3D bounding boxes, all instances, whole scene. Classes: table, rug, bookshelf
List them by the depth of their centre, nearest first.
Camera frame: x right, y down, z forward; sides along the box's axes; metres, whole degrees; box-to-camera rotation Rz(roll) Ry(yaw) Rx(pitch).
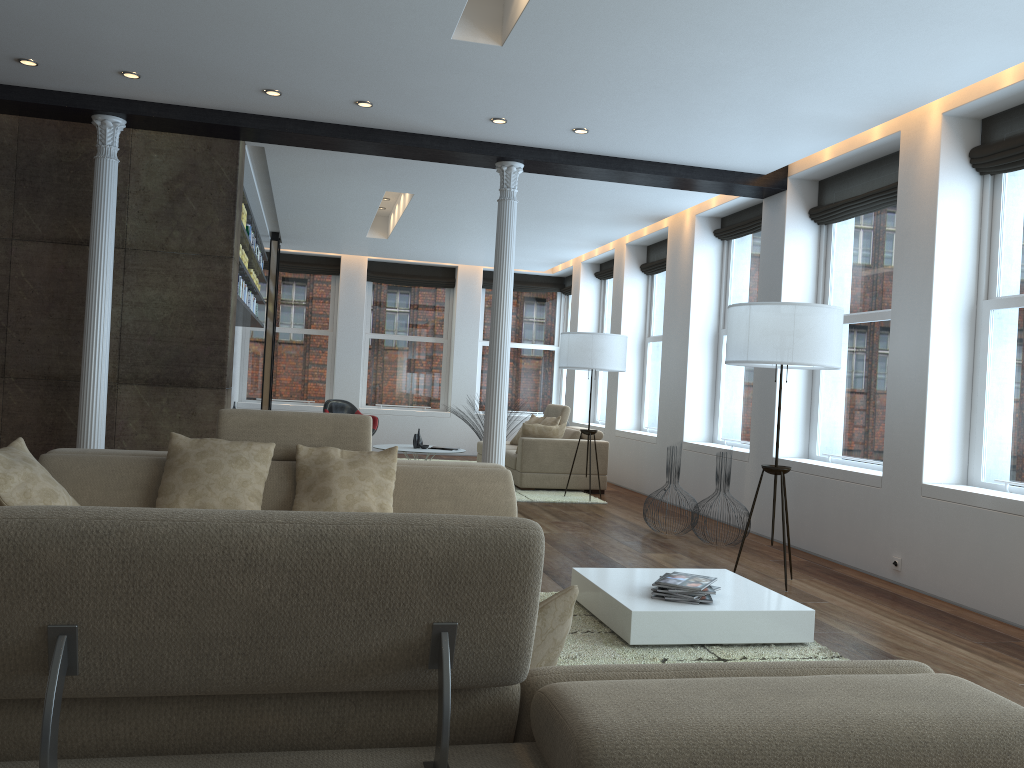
[{"bbox_3d":[-0.518,1.115,3.185,4.231,0.020,2.972,3,0,-13],"label":"rug"},{"bbox_3d":[0.857,1.100,4.429,0.900,0.170,0.900,3,0,-13],"label":"table"},{"bbox_3d":[-2.969,-1.211,9.562,0.400,0.942,4.804,3,0,-13],"label":"bookshelf"},{"bbox_3d":[-1.027,0.901,9.736,1.022,0.393,1.022,3,0,31],"label":"table"},{"bbox_3d":[-0.958,1.114,10.734,2.972,0.020,4.231,3,0,-13],"label":"rug"}]

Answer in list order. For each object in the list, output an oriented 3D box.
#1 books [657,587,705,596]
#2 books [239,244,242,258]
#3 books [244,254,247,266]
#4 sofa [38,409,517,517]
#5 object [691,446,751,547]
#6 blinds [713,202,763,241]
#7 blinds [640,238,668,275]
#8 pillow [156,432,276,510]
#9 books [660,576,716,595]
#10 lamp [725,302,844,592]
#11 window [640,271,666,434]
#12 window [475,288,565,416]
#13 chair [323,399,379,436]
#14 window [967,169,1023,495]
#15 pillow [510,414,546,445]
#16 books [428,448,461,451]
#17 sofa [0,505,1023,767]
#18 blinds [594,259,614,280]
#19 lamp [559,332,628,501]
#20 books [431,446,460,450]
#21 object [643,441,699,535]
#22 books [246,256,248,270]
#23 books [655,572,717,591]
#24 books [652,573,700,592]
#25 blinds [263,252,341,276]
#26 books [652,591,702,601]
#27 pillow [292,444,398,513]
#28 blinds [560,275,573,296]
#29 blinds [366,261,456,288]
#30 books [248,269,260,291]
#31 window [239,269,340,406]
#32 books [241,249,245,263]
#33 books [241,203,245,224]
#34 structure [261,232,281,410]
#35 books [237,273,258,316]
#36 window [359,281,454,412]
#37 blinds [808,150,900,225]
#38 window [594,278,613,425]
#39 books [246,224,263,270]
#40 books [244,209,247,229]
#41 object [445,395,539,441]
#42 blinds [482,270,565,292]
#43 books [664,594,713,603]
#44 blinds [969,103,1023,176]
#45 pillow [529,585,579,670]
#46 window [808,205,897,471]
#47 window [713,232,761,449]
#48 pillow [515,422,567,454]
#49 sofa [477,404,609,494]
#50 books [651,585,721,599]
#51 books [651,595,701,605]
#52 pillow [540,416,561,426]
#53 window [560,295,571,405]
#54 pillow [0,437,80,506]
[{"bbox_3d":[0.812,0.968,4.250,0.220,0.010,0.300,3,0,12],"label":"books"},{"bbox_3d":[-2.645,-1.190,8.350,0.189,0.224,0.345,3,0,-13],"label":"books"},{"bbox_3d":[-2.766,-1.196,8.863,0.209,0.220,0.278,3,0,-15],"label":"books"},{"bbox_3d":[-1.207,0.615,4.370,2.581,0.950,1.021,3,0,-13],"label":"sofa"},{"bbox_3d":[1.645,0.866,6.941,0.458,0.781,0.458,3,0,-14],"label":"object"},{"bbox_3d":[2.305,-1.581,8.480,0.156,0.275,1.396,3,0,-13],"label":"blinds"},{"bbox_3d":[1.835,-1.541,10.495,0.156,0.393,1.342,3,0,-13],"label":"blinds"},{"bbox_3d":[-1.450,0.472,4.326,0.534,0.439,0.301,3,0,-9],"label":"pillow"},{"bbox_3d":[0.836,0.960,4.240,0.220,0.010,0.300,3,0,2],"label":"books"},{"bbox_3d":[1.664,0.385,5.557,0.698,1.728,0.698,3,0,11],"label":"lamp"},{"bbox_3d":[1.840,-0.525,10.505,0.123,2.400,1.345,3,0,-13],"label":"window"},{"bbox_3d":[0.114,-0.607,14.605,1.474,2.400,0.123,3,0,-13],"label":"window"},{"bbox_3d":[-2.211,0.633,12.124,0.810,0.818,0.669,3,0,-33],"label":"chair"},{"bbox_3d":[3.130,-0.470,4.937,0.123,2.400,1.442,3,0,-13],"label":"window"},{"bbox_3d":[0.225,0.597,11.364,0.368,0.416,0.519,3,0,-18],"label":"pillow"},{"bbox_3d":[-0.745,0.715,9.785,0.300,0.010,0.220,3,0,22],"label":"books"},{"bbox_3d":[-0.542,0.643,1.499,2.581,0.950,1.021,3,0,-13],"label":"sofa"},{"bbox_3d":[1.434,-1.617,12.241,0.156,0.275,1.442,3,0,-13],"label":"blinds"},{"bbox_3d":[0.809,0.348,9.248,0.698,1.728,0.698,3,0,11],"label":"lamp"},{"bbox_3d":[-0.735,0.707,9.809,0.300,0.010,0.220,3,0,2],"label":"books"},{"bbox_3d":[1.329,0.849,7.346,0.458,0.781,0.458,3,0,-14],"label":"object"},{"bbox_3d":[-2.825,-1.200,9.127,0.189,0.228,0.249,3,0,-13],"label":"books"},{"bbox_3d":[0.837,0.941,4.240,0.220,0.010,0.300,3,0,27],"label":"books"},{"bbox_3d":[0.813,0.949,4.250,0.220,0.010,0.300,3,0,22],"label":"books"},{"bbox_3d":[-3.369,-1.863,13.697,1.412,0.307,0.156,3,0,-13],"label":"blinds"},{"bbox_3d":[0.811,0.988,4.249,0.220,0.010,0.300,3,0,22],"label":"books"},{"bbox_3d":[-0.840,0.516,4.455,0.519,0.416,0.368,3,0,-9],"label":"pillow"},{"bbox_3d":[1.023,-1.608,14.010,0.156,0.327,1.377,3,0,-13],"label":"blinds"},{"bbox_3d":[-1.606,-1.736,14.107,1.422,0.363,0.156,3,0,-13],"label":"blinds"},{"bbox_3d":[-3.245,-1.225,10.852,0.242,0.237,1.489,3,0,-13],"label":"books"},{"bbox_3d":[-3.454,-0.807,13.784,1.420,2.400,0.123,3,0,-13],"label":"window"},{"bbox_3d":[-2.709,-1.195,8.625,0.189,0.228,0.249,3,0,-13],"label":"books"},{"bbox_3d":[-2.458,-1.474,7.784,0.209,0.220,0.278,3,0,-15],"label":"books"},{"bbox_3d":[-3.359,-0.536,12.298,0.120,3.059,0.600,3,0,-13],"label":"structure"},{"bbox_3d":[-2.853,-0.893,9.238,0.242,0.237,2.981,3,0,-13],"label":"books"},{"bbox_3d":[-1.683,-0.708,14.195,1.420,2.400,0.123,3,0,-13],"label":"window"},{"bbox_3d":[2.696,-1.505,6.711,0.183,0.395,1.431,3,0,-13],"label":"blinds"},{"bbox_3d":[1.435,-0.542,12.254,0.123,2.400,1.444,3,0,-13],"label":"window"},{"bbox_3d":[-3.049,-1.515,10.234,0.242,0.237,2.981,3,0,-13],"label":"books"},{"bbox_3d":[-2.517,-1.477,8.048,0.189,0.228,0.249,3,0,-13],"label":"books"},{"bbox_3d":[-0.309,0.640,12.720,1.119,1.014,1.125,3,0,-27],"label":"object"},{"bbox_3d":[0.178,-1.661,14.521,1.442,0.312,0.155,3,0,-13],"label":"blinds"},{"bbox_3d":[0.834,0.999,4.240,0.220,0.010,0.300,3,0,7],"label":"books"},{"bbox_3d":[3.125,-1.480,4.924,0.156,0.424,1.439,3,0,-13],"label":"blinds"},{"bbox_3d":[-0.175,0.544,1.582,0.519,0.416,0.368,3,0,-18],"label":"pillow"},{"bbox_3d":[2.715,-0.488,6.726,0.123,2.400,1.432,3,0,-13],"label":"window"},{"bbox_3d":[2.307,-0.505,8.491,0.123,2.400,1.391,3,0,-13],"label":"window"},{"bbox_3d":[0.318,0.609,9.964,0.518,0.393,0.395,3,0,-17],"label":"pillow"},{"bbox_3d":[0.303,0.719,11.003,1.018,0.950,2.581,3,0,-13],"label":"sofa"},{"bbox_3d":[0.835,0.979,4.240,0.220,0.010,0.300,3,0,37],"label":"books"},{"bbox_3d":[0.810,1.007,4.249,0.220,0.010,0.300,3,0,22],"label":"books"},{"bbox_3d":[0.379,0.593,10.758,0.301,0.439,0.534,3,0,-17],"label":"pillow"},{"bbox_3d":[5.597,0.325,21.408,34.761,17.917,13.698,3,0,-13],"label":"window"},{"bbox_3d":[-2.137,0.454,3.922,0.395,0.393,0.518,3,0,-10],"label":"pillow"}]
